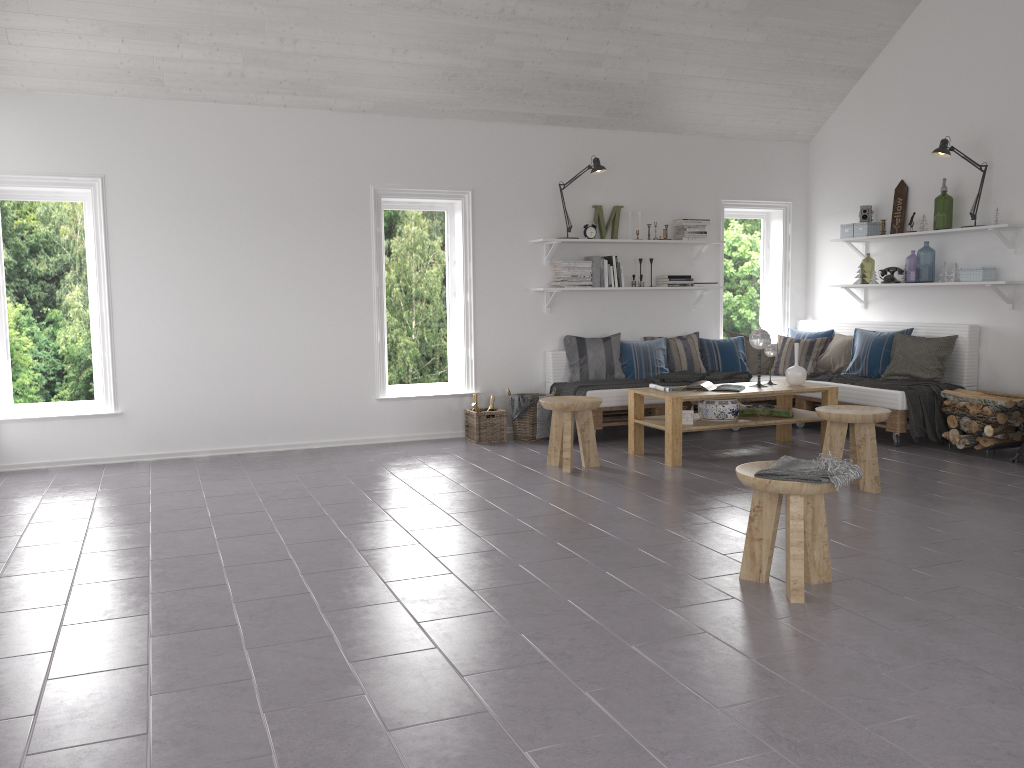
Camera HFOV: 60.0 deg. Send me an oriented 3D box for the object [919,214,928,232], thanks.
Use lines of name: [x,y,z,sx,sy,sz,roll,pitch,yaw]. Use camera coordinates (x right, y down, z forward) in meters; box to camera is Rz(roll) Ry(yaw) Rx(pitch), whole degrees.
object: [3.349,-1.307,7.209,0.075,0.147,0.075,3,7,35]

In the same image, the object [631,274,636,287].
object: [1.087,-0.918,7.910,0.032,0.117,0.058,4,8,42]

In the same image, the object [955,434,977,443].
object: [3.488,0.387,6.529,0.561,0.050,0.057,-3,6,-22]

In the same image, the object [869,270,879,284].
object: [3.139,-0.929,7.691,0.068,0.124,0.072,-5,7,-37]

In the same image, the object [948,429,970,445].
object: [3.495,0.386,6.608,0.520,0.142,0.118,-3,6,-18]

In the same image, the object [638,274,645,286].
object: [1.156,-0.920,7.920,0.058,0.117,0.032,-2,6,-11]

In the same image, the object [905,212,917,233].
object: [3.329,-1.337,7.388,0.092,0.172,0.177,3,7,36]

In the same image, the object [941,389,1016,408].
object: [3.357,0.105,6.416,0.115,0.079,0.571,-3,6,-21]

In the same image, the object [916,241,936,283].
object: [3.370,-0.991,7.221,0.137,0.335,0.137,-4,7,-33]

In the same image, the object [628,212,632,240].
object: [1.056,-1.405,7.923,0.084,0.256,0.084,3,7,36]

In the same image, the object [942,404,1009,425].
object: [3.336,0.214,6.407,0.126,0.104,0.480,-3,6,-20]

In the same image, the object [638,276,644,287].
object: [1.146,-0.907,7.865,0.058,0.102,0.032,-4,6,-27]

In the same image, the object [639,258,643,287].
object: [1.155,-0.997,7.967,0.085,0.259,0.085,3,7,36]

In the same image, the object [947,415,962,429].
object: [3.477,0.266,6.635,0.516,0.107,0.103,-3,6,-23]

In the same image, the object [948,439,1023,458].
object: [3.527,0.444,6.526,0.478,0.118,0.456,-3,6,-22]

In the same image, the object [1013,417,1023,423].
object: [3.506,0.231,6.477,0.098,0.067,0.467,-3,6,-21]

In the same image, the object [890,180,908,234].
object: [3.327,-1.513,7.618,0.053,0.480,0.154,-2,6,-17]

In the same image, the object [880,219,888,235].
object: [3.199,-1.351,7.638,0.085,0.152,0.085,-1,6,2]

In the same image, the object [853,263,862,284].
object: [3.114,-0.985,7.898,0.107,0.195,0.113,-2,6,-15]

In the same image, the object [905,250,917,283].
object: [3.324,-0.971,7.357,0.111,0.270,0.111,-1,6,-4]

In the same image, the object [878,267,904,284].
object: [3.247,-0.931,7.599,0.171,0.146,0.203,-1,6,2]

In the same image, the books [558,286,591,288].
books: [0.541,-0.842,7.714,0.254,0.012,0.161,-3,6,-22]

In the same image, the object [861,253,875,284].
object: [3.132,-1.013,7.802,0.111,0.270,0.111,-1,6,-4]

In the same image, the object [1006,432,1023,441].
object: [3.458,0.344,6.488,0.101,0.070,0.539,-3,6,-21]

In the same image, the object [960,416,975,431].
object: [3.498,0.275,6.520,0.463,0.109,0.110,-3,6,-24]

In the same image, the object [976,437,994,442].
object: [3.531,0.385,6.420,0.425,0.033,0.046,-3,6,-22]

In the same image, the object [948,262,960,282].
object: [3.501,-0.883,7.000,0.093,0.161,0.088,-2,6,-13]

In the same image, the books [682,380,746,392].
books: [1.489,0.014,6.556,0.422,0.049,0.300,2,6,23]

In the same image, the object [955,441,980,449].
object: [3.507,0.428,6.520,0.562,0.063,0.095,-3,6,-21]

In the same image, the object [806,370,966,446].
object: [2.993,0.168,7.357,0.716,0.508,1.449,-4,7,-32]

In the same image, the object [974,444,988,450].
object: [3.561,0.429,6.434,0.467,0.067,0.096,-3,6,-22]

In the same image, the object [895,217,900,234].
object: [3.266,-1.338,7.520,0.052,0.148,0.052,2,7,29]

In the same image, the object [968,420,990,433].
object: [3.537,0.295,6.426,0.561,0.102,0.102,-3,6,-23]

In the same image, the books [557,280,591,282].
books: [0.538,-0.893,7.715,0.254,0.013,0.161,-3,6,-22]

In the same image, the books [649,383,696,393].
books: [1.181,0.027,6.527,0.229,0.043,0.300,-3,6,-18]

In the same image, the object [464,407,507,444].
object: [-0.218,0.346,7.339,0.276,0.270,0.276,-3,6,-22]

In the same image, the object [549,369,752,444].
object: [1.202,0.153,7.630,1.892,0.533,0.685,-3,6,-23]

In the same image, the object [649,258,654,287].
object: [1.253,-0.999,7.976,0.085,0.259,0.085,3,7,36]

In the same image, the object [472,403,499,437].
object: [-0.214,0.307,7.275,0.284,0.332,0.095,-6,8,-43]

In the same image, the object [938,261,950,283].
object: [3.480,-0.905,7.133,0.103,0.178,0.097,3,7,31]

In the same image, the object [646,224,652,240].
object: [1.216,-1.349,7.867,0.055,0.153,0.055,-6,8,-44]

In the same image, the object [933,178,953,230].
object: [3.433,-1.428,7.054,0.136,0.415,0.136,0,6,11]

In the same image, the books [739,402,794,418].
books: [1.905,0.193,6.729,0.445,0.079,0.301,1,6,18]

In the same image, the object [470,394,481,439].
object: [-0.302,0.271,7.368,0.095,0.377,0.095,1,6,14]

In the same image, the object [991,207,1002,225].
object: [3.626,-1.250,6.629,0.072,0.142,0.073,0,6,11]

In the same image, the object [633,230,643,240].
object: [1.102,-1.304,7.772,0.088,0.085,0.088,-1,6,1]

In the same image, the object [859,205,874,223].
object: [3.149,-1.508,7.886,0.121,0.157,0.117,2,6,27]

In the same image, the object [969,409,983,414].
object: [3.495,0.173,6.395,0.529,0.048,0.059,-3,6,-22]

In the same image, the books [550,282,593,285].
books: [0.514,-0.874,7.707,0.331,0.025,0.176,-3,6,-22]
